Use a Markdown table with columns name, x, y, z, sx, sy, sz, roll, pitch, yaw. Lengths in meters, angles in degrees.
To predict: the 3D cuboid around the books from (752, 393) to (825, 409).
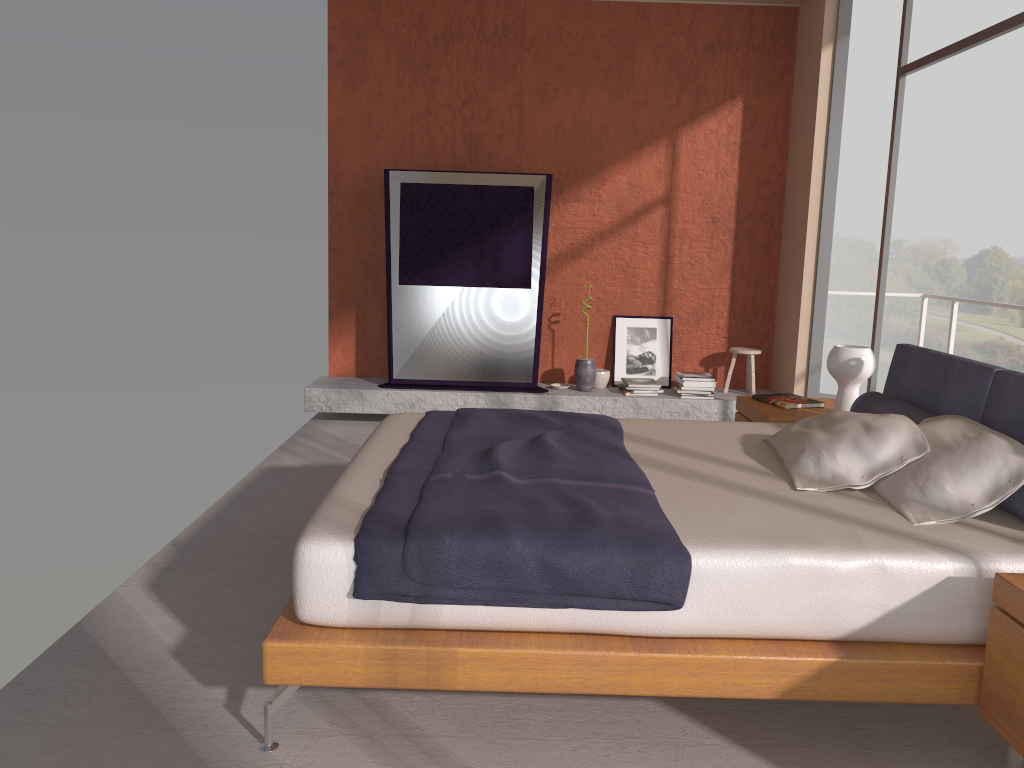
| name | x | y | z | sx | sy | sz | roll | pitch | yaw |
| --- | --- | --- | --- | --- | --- | --- | --- | --- | --- |
| books | 1.450 | 0.089 | 4.665 | 0.247 | 0.025 | 0.287 | -1 | 10 | -19 |

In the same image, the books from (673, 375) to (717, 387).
| name | x | y | z | sx | sy | sz | roll | pitch | yaw |
| --- | --- | --- | --- | --- | --- | --- | --- | --- | --- |
| books | 1.364 | -0.023 | 6.621 | 0.247 | 0.038 | 0.319 | 1 | 9 | -3 |

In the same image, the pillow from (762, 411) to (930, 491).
| name | x | y | z | sx | sy | sz | roll | pitch | yaw |
| --- | --- | --- | --- | --- | --- | --- | --- | --- | --- |
| pillow | 1.218 | 0.215 | 3.326 | 0.431 | 0.264 | 0.869 | 3 | 9 | 7 |

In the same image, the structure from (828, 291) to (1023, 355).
| name | x | y | z | sx | sy | sz | roll | pitch | yaw |
| --- | --- | --- | --- | --- | --- | --- | --- | --- | --- |
| structure | 2.584 | 0.443 | 2.632 | 0.728 | 1.005 | 7.689 | 2 | 9 | 0 |

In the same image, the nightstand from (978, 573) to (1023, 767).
| name | x | y | z | sx | sy | sz | roll | pitch | yaw |
| --- | --- | --- | --- | --- | --- | --- | --- | --- | --- |
| nightstand | 1.501 | 0.811 | 1.993 | 0.562 | 0.556 | 0.628 | 2 | 9 | 0 |

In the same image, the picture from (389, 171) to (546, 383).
| name | x | y | z | sx | sy | sz | roll | pitch | yaw |
| --- | --- | --- | --- | --- | --- | --- | --- | --- | --- |
| picture | -0.339 | -0.772 | 6.454 | 1.129 | 1.496 | 0.126 | 2 | 9 | 0 |

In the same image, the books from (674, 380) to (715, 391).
| name | x | y | z | sx | sy | sz | roll | pitch | yaw |
| --- | --- | --- | --- | --- | --- | --- | --- | --- | --- |
| books | 1.363 | 0.010 | 6.626 | 0.247 | 0.027 | 0.328 | 2 | 9 | 1 |

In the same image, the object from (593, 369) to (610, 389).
| name | x | y | z | sx | sy | sz | roll | pitch | yaw |
| --- | --- | --- | --- | --- | --- | --- | --- | --- | --- |
| object | 0.663 | -0.038 | 6.833 | 0.179 | 0.137 | 0.180 | 4 | 9 | 12 |

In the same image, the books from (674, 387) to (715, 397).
| name | x | y | z | sx | sy | sz | roll | pitch | yaw |
| --- | --- | --- | --- | --- | --- | --- | --- | --- | --- |
| books | 1.361 | 0.057 | 6.639 | 0.247 | 0.018 | 0.287 | 2 | 9 | 0 |

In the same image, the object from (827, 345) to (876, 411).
| name | x | y | z | sx | sy | sz | roll | pitch | yaw |
| --- | --- | --- | --- | --- | --- | --- | --- | --- | --- |
| object | 1.655 | -0.016 | 4.351 | 0.224 | 0.338 | 0.224 | 4 | 9 | 11 |

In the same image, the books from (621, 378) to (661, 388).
| name | x | y | z | sx | sy | sz | roll | pitch | yaw |
| --- | --- | --- | --- | --- | --- | --- | --- | --- | --- |
| books | 0.965 | -0.010 | 6.650 | 0.247 | 0.018 | 0.328 | 1 | 9 | -3 |

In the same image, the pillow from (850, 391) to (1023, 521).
| name | x | y | z | sx | sy | sz | roll | pitch | yaw |
| --- | --- | --- | --- | --- | --- | --- | --- | --- | --- |
| pillow | 1.603 | 0.240 | 3.243 | 0.205 | 0.201 | 1.470 | 2 | 9 | 0 |

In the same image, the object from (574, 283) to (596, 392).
| name | x | y | z | sx | sy | sz | roll | pitch | yaw |
| --- | --- | --- | --- | --- | --- | --- | --- | --- | --- |
| object | 0.558 | -0.346 | 6.612 | 0.165 | 0.810 | 0.165 | 6 | 10 | 23 |

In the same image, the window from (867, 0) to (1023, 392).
| name | x | y | z | sx | sy | sz | roll | pitch | yaw |
| --- | --- | --- | --- | --- | --- | --- | --- | --- | --- |
| window | 2.212 | -0.509 | 2.284 | 0.075 | 3.133 | 6.106 | 2 | 9 | 0 |

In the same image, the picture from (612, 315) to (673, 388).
| name | x | y | z | sx | sy | sz | roll | pitch | yaw |
| --- | --- | --- | --- | --- | --- | --- | --- | --- | --- |
| picture | 1.016 | -0.250 | 6.902 | 0.458 | 0.550 | 0.117 | 2 | 9 | 0 |

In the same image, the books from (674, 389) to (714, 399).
| name | x | y | z | sx | sy | sz | roll | pitch | yaw |
| --- | --- | --- | --- | --- | --- | --- | --- | --- | --- |
| books | 1.361 | 0.076 | 6.636 | 0.247 | 0.018 | 0.328 | 2 | 9 | 1 |

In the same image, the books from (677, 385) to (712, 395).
| name | x | y | z | sx | sy | sz | roll | pitch | yaw |
| --- | --- | --- | --- | --- | --- | --- | --- | --- | --- |
| books | 1.358 | 0.040 | 6.611 | 0.247 | 0.025 | 0.287 | 3 | 9 | 10 |

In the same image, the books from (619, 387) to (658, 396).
| name | x | y | z | sx | sy | sz | roll | pitch | yaw |
| --- | --- | --- | --- | --- | --- | --- | --- | --- | --- |
| books | 0.948 | 0.054 | 6.661 | 0.247 | 0.025 | 0.287 | 1 | 9 | -3 |

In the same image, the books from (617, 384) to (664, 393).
| name | x | y | z | sx | sy | sz | roll | pitch | yaw |
| --- | --- | --- | --- | --- | --- | --- | --- | --- | --- |
| books | 0.962 | 0.031 | 6.666 | 0.247 | 0.018 | 0.328 | -1 | 9 | -15 |

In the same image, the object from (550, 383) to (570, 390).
| name | x | y | z | sx | sy | sz | roll | pitch | yaw |
| --- | --- | --- | --- | --- | --- | --- | --- | --- | --- |
| object | 0.366 | 0.027 | 6.728 | 0.152 | 0.040 | 0.152 | 8 | 11 | 34 |

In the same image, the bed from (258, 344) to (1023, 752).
| name | x | y | z | sx | sy | sz | roll | pitch | yaw |
| --- | --- | --- | --- | --- | --- | --- | --- | --- | --- |
| bed | 0.566 | 0.382 | 3.281 | 2.462 | 0.959 | 2.017 | 2 | 9 | 0 |

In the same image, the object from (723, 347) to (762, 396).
| name | x | y | z | sx | sy | sz | roll | pitch | yaw |
| --- | --- | --- | --- | --- | --- | --- | --- | --- | --- |
| object | 1.778 | -0.093 | 6.750 | 0.257 | 0.349 | 0.260 | -4 | 11 | -30 |

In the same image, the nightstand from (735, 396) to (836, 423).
| name | x | y | z | sx | sy | sz | roll | pitch | yaw |
| --- | --- | --- | --- | --- | --- | --- | --- | --- | --- |
| nightstand | 1.504 | 0.395 | 4.601 | 0.562 | 0.556 | 0.628 | 2 | 9 | 0 |

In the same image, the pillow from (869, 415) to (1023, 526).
| name | x | y | z | sx | sy | sz | roll | pitch | yaw |
| --- | --- | --- | --- | --- | --- | --- | --- | --- | --- |
| pillow | 1.402 | 0.267 | 2.971 | 0.400 | 0.265 | 0.791 | 2 | 9 | 3 |

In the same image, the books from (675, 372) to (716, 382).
| name | x | y | z | sx | sy | sz | roll | pitch | yaw |
| --- | --- | --- | --- | --- | --- | --- | --- | --- | --- |
| books | 1.365 | -0.055 | 6.622 | 0.247 | 0.025 | 0.287 | 2 | 9 | 0 |

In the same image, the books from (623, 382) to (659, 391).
| name | x | y | z | sx | sy | sz | roll | pitch | yaw |
| --- | --- | --- | --- | --- | --- | --- | --- | --- | --- |
| books | 0.966 | 0.011 | 6.648 | 0.247 | 0.025 | 0.287 | 2 | 9 | 2 |
